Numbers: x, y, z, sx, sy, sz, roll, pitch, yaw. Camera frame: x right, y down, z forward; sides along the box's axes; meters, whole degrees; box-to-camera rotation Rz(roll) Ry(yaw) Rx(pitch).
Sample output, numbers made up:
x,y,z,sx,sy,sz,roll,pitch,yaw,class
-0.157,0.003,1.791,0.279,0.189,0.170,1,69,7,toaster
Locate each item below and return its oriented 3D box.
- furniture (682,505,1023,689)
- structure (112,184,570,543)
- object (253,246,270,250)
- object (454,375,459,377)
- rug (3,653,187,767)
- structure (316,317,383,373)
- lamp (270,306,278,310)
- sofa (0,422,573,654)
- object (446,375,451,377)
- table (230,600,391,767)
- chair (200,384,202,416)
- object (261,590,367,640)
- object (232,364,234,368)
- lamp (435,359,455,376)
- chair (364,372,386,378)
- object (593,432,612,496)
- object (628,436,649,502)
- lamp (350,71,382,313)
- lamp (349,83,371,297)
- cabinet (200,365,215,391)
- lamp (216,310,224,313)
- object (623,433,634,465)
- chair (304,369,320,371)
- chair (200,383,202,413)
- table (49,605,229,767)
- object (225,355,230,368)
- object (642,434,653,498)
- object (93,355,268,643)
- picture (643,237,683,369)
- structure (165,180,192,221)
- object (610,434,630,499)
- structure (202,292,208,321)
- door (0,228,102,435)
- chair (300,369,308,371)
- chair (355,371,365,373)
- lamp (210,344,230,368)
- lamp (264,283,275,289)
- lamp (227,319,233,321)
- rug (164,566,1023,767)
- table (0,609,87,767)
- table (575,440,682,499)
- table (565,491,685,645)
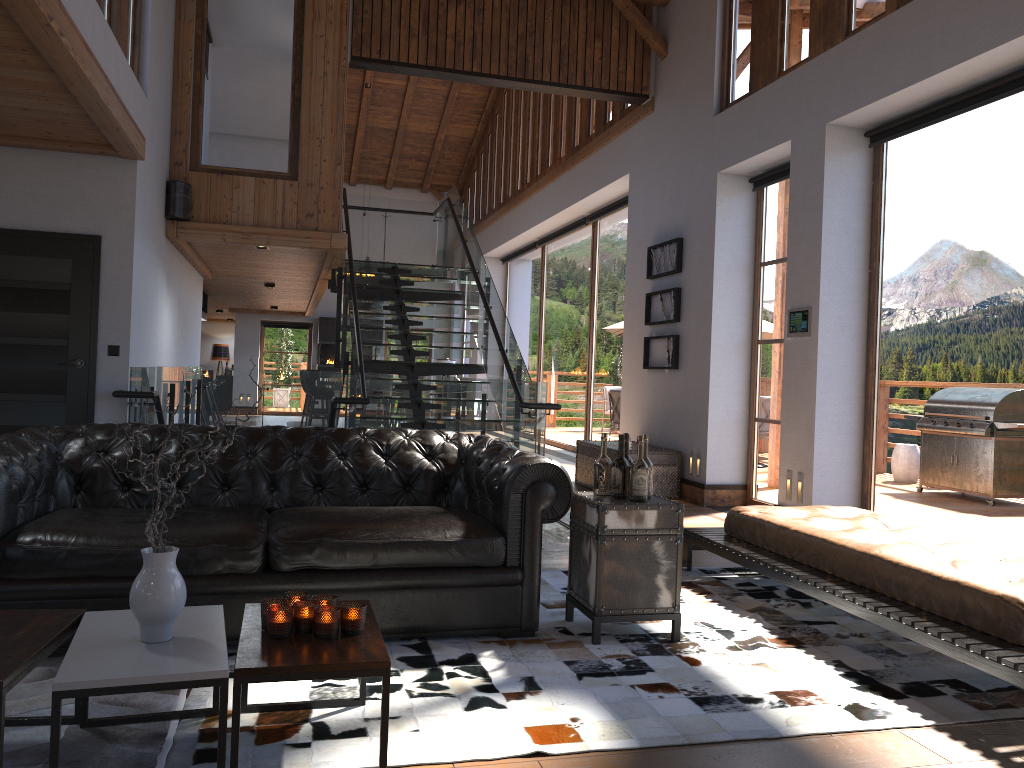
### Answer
x,y,z,sx,sy,sz,roll,pitch,yaw,class
1.929,0.950,4.192,1.182,0.437,2.743,2,1,-15,furniture
0.398,0.649,11.543,9.266,6.398,10.960,2,0,-15,structure
-2.537,-1.415,8.983,0.156,0.068,0.259,2,1,-15,object
-1.262,-0.093,19.365,0.494,0.262,0.182,3,0,43,object
-2.142,1.005,2.131,2.446,0.053,4.021,2,1,-14,rug
-3.748,-0.677,20.452,1.453,1.649,0.430,2,0,-15,structure
-5.004,-1.605,18.645,0.156,0.068,0.259,2,1,-15,lamp
-1.105,0.633,4.070,2.582,0.838,1.232,2,0,-16,sofa
-1.434,-0.120,19.890,0.151,0.287,0.497,2,0,-14,object
-0.604,0.903,2.630,0.402,0.350,0.646,2,0,-15,table
-4.849,0.389,13.618,0.472,0.839,0.535,2,0,-15,chair
-0.591,0.688,2.614,0.299,0.081,0.248,2,1,23,object
-6.609,-0.334,20.736,0.211,0.270,0.285,2,0,-15,object
-1.545,-0.348,20.398,0.471,0.725,0.469,2,0,-6,lamp
-2.194,0.359,14.266,0.507,1.092,0.564,2,0,-16,chair
0.417,0.364,4.041,0.089,0.286,0.086,2,0,-38,object
0.560,0.371,3.908,0.088,0.286,0.087,2,0,-5,object
-2.512,-3.493,15.754,0.615,4.685,0.628,2,0,30,lamp
-2.903,-3.524,17.288,0.615,4.685,0.628,2,0,30,lamp
-5.677,0.214,14.915,0.894,1.103,4.772,2,1,-14,cabinet
-6.778,-1.692,20.558,0.156,0.068,0.259,2,1,-15,lamp
0.518,0.368,4.065,0.086,0.286,0.088,2,0,25,object
-3.311,0.306,15.240,0.572,1.092,0.501,2,0,-16,chair
-5.077,0.373,14.335,0.472,0.839,0.535,2,0,-18,chair
-1.022,0.888,2.488,0.403,0.350,0.645,2,0,-20,table
-6.550,-0.446,20.430,0.152,0.504,0.322,2,0,-15,object
0.598,0.371,4.019,0.088,0.286,0.087,2,0,-2,object
-0.967,0.311,2.527,0.407,0.808,0.619,2,0,-4,object
1.559,-0.810,9.197,0.059,1.312,0.769,2,0,-14,picture
-3.121,-1.711,8.291,0.215,0.349,0.212,2,0,-15,structure
0.486,0.367,3.972,0.088,0.286,0.087,2,0,-37,object
-5.579,-1.386,14.740,0.715,0.476,3.231,2,1,-14,structure
-3.544,-0.090,6.457,0.947,2.055,0.143,2,0,-15,door
-3.596,0.286,16.155,0.574,1.092,0.499,2,0,-31,chair
-3.237,0.280,18.131,0.507,1.092,0.564,2,0,-16,chair
-7.636,-0.239,24.826,1.647,1.699,0.517,2,0,-37,lamp
-3.703,-1.505,13.551,0.156,0.068,0.259,2,1,-15,lamp
-7.758,-1.768,24.395,0.156,0.068,0.259,2,1,-15,lamp
0.618,1.093,4.035,3.830,0.053,2.418,2,1,-14,rug
-1.472,0.872,2.400,0.402,0.350,0.647,2,0,-10,table
1.157,0.858,9.069,0.688,0.470,1.247,2,0,-15,table
0.500,0.811,3.984,0.408,0.609,0.415,2,0,-15,table
